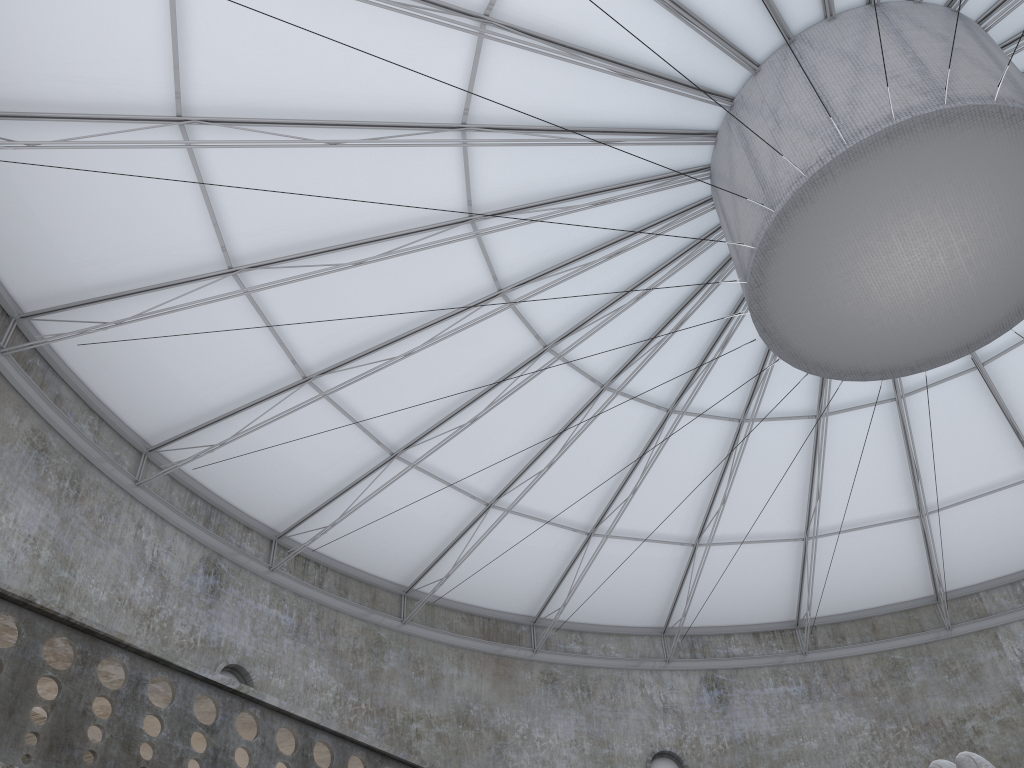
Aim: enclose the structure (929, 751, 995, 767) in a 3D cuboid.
[{"bbox_3d":[10.524,5.402,8.595,10.715,5.533,16.133,1,-43,-5],"label":"structure"}]
